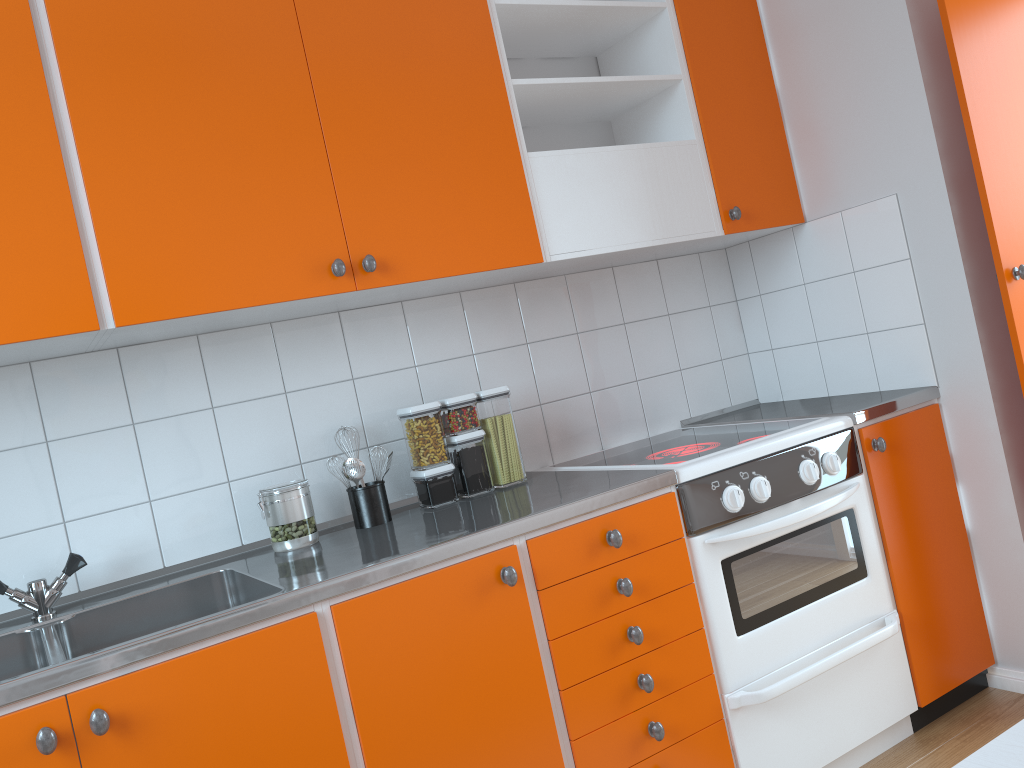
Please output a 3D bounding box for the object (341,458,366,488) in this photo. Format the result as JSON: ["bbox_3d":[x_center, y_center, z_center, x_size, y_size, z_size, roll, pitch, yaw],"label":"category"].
[{"bbox_3d":[-0.376,0.264,2.141,0.052,0.176,0.088,-12,0,-21],"label":"object"}]

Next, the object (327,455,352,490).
[{"bbox_3d":[-0.396,0.260,2.162,0.045,0.190,0.107,-12,0,22],"label":"object"}]

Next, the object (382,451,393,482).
[{"bbox_3d":[-0.317,0.253,2.181,0.118,0.164,0.034,-12,0,41],"label":"object"}]

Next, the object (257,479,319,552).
[{"bbox_3d":[-0.523,0.310,2.088,0.117,0.150,0.117,-12,0,4],"label":"object"}]

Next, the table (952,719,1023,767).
[{"bbox_3d":[0.705,0.642,0.137,0.824,0.771,1.288,-13,1,-30],"label":"table"}]

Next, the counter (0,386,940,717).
[{"bbox_3d":[-0.273,0.379,2.016,3.081,0.132,0.686,-13,1,-30],"label":"counter"}]

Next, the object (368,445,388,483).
[{"bbox_3d":[-0.323,0.214,2.146,0.044,0.131,0.077,-12,0,-38],"label":"object"}]

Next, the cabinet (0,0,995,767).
[{"bbox_3d":[-0.339,0.029,2.001,3.083,2.348,0.710,-13,0,-30],"label":"cabinet"}]

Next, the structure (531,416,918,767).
[{"bbox_3d":[0.564,0.584,2.425,0.614,0.864,0.738,-13,0,-30],"label":"structure"}]

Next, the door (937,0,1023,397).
[{"bbox_3d":[2.013,-0.342,2.356,1.409,2.055,0.682,-12,0,19],"label":"door"}]

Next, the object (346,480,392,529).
[{"bbox_3d":[-0.349,0.299,2.177,0.097,0.105,0.095,-12,1,41],"label":"object"}]

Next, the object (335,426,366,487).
[{"bbox_3d":[-0.377,0.224,2.237,0.063,0.251,0.187,-12,0,-29],"label":"object"}]

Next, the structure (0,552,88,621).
[{"bbox_3d":[-0.995,0.433,1.862,0.199,0.116,0.049,-13,0,-30],"label":"structure"}]

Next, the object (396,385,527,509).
[{"bbox_3d":[-0.126,0.161,2.315,0.299,0.261,0.095,-13,0,-30],"label":"object"}]
